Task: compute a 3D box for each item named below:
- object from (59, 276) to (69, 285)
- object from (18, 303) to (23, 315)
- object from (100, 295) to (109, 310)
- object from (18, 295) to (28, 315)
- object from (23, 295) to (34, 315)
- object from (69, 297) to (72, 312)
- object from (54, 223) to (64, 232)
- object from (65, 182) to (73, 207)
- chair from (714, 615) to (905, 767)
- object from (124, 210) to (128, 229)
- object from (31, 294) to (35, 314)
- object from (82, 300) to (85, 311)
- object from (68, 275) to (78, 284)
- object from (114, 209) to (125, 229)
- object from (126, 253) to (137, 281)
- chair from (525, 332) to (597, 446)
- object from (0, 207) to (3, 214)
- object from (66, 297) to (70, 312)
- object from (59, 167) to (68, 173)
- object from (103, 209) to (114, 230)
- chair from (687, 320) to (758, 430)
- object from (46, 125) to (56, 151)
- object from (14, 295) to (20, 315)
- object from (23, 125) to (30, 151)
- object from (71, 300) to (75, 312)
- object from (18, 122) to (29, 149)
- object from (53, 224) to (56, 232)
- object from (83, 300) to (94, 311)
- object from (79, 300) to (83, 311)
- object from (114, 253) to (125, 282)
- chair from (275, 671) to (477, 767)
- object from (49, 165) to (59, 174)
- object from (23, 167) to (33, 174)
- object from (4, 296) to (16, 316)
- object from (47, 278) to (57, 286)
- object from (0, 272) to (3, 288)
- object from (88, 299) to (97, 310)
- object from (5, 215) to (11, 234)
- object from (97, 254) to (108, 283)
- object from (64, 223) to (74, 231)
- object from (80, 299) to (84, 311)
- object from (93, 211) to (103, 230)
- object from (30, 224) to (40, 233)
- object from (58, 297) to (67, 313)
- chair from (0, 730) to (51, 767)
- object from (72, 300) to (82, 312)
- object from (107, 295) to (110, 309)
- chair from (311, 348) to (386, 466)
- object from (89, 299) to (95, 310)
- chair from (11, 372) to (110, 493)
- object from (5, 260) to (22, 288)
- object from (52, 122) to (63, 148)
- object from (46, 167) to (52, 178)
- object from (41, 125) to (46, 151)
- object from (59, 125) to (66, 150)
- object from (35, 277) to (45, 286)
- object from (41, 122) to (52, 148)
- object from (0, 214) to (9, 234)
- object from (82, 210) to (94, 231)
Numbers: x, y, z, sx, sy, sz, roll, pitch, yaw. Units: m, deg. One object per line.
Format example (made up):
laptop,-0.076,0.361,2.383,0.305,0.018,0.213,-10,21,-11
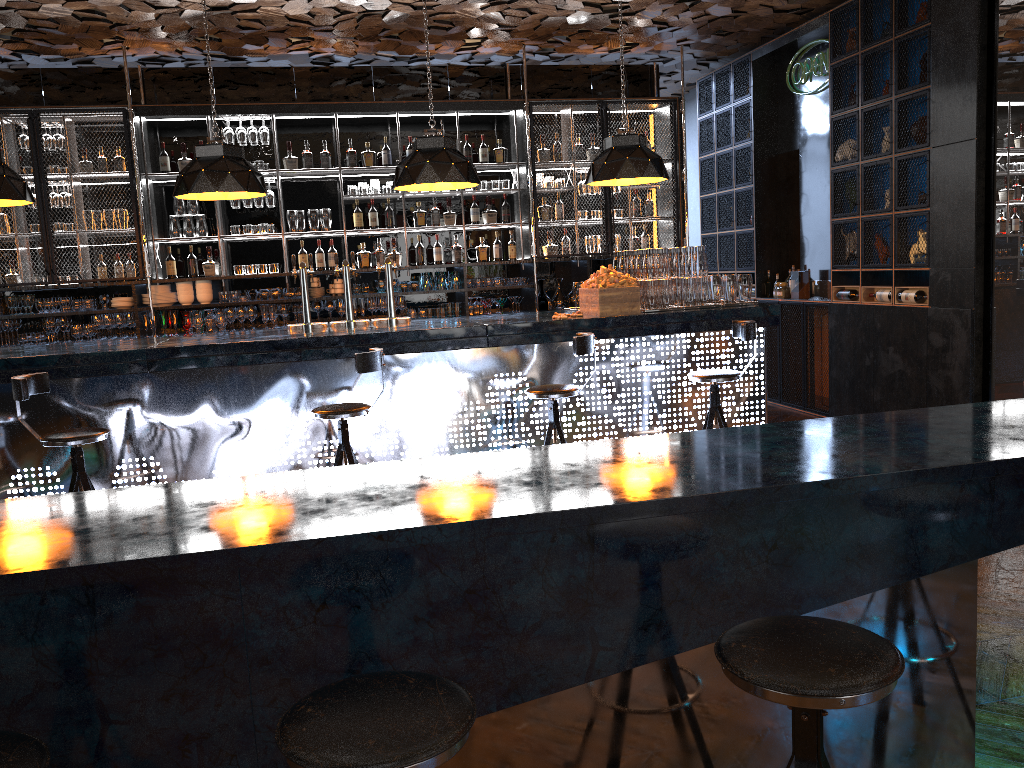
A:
object,-4.026,-0.928,7.973,0.077,0.080,0.077,4,10,43
object,-4.386,-0.705,7.903,0.087,0.170,0.087,3,10,38
object,-3.638,-0.728,7.919,0.074,0.131,0.074,-3,7,1
object,-4.265,-0.694,7.770,0.087,0.170,0.087,3,10,38
object,-4.185,-0.688,7.695,0.087,0.170,0.087,3,10,38
object,-3.969,-0.712,7.937,0.074,0.131,0.074,-3,7,1
object,-3.987,-1.379,7.816,0.077,0.080,0.077,-5,8,-16
object,-3.969,-1.693,7.940,0.081,0.213,0.081,-4,8,-6
chair,0.554,0.868,1.652,0.419,0.813,0.419,-5,8,-17
object,-3.525,-1.486,8.042,0.092,0.182,0.092,-5,8,-17
object,-4.296,-0.711,7.910,0.087,0.170,0.087,3,10,38
object,-3.781,-0.700,7.889,0.078,0.099,0.078,4,10,44
object,-3.924,-0.929,7.939,0.077,0.080,0.077,-6,8,-24
object,-3.515,-1.474,7.949,0.092,0.182,0.092,-5,8,-17
object,-3.470,-1.063,8.068,0.075,0.260,0.075,2,9,36
chair,0.279,0.267,5.207,0.476,1.108,0.419,-3,7,3
object,-4.559,-1.586,7.835,0.092,0.182,0.092,-5,8,-17
object,-3.949,-0.702,7.853,0.074,0.131,0.074,-3,7,1
object,-4.018,-1.895,7.938,0.077,0.080,0.077,0,8,23
object,-3.612,-1.469,7.949,0.092,0.182,0.092,-5,8,-17
chair,1.287,0.174,5.491,0.476,1.108,0.419,-3,7,-2
object,-4.084,-2.180,7.856,0.081,0.213,0.081,-4,8,-6
object,-4.361,-0.691,7.788,0.087,0.170,0.087,3,10,38
object,-4.262,-2.166,7.818,0.081,0.213,0.081,-4,8,-6
object,-3.869,-0.694,7.870,0.078,0.103,0.078,1,9,30
object,-4.231,-2.149,7.679,0.081,0.213,0.081,-4,8,-6
object,-4.082,-1.392,7.949,0.077,0.080,0.077,4,10,42
object,-3.729,-0.692,7.808,0.078,0.099,0.078,4,10,44
object,-3.891,-0.704,7.958,0.078,0.103,0.078,1,9,30
object,-3.575,-1.057,8.066,0.075,0.260,0.075,2,9,36
chair,-0.199,0.929,1.503,0.419,0.813,0.419,-5,8,-17
object,-4.010,-1.874,7.776,0.077,0.080,0.077,0,8,23
object,-4.249,-1.863,7.790,0.077,0.080,0.077,-6,8,-21
object,-4.335,-0.677,7.673,0.087,0.170,0.087,3,10,38
object,-4.083,-0.912,7.874,0.077,0.080,0.077,-7,8,-26
object,-4.544,-0.970,7.808,0.075,0.260,0.075,0,8,21
object,-3.815,-0.720,8.061,0.078,0.099,0.078,4,10,44
object,-4.505,-1.409,7.868,0.092,0.182,0.092,-5,8,-17
object,-3.704,-1.043,8.016,0.075,0.261,0.075,2,9,36
object,-3.981,-1.401,7.978,0.077,0.080,0.077,-5,8,-16
object,-3.910,-0.714,8.041,0.078,0.103,0.078,1,9,30
object,-3.737,-1.469,8.000,0.092,0.182,0.092,-5,8,-17
object,-4.226,-1.372,7.858,0.077,0.080,0.077,-3,7,0
object,-3.933,-0.692,7.768,0.074,0.131,0.074,-3,7,1
chair,-0.846,0.983,1.366,0.419,0.813,0.419,-5,8,-17
object,-3.828,-0.686,7.794,0.078,0.103,0.078,1,9,30
object,-3.706,-0.746,8.085,0.074,0.131,0.074,-3,7,1
chair,-0.896,0.372,4.905,0.476,1.108,0.419,-3,7,3
object,-3.800,-0.710,7.979,0.078,0.099,0.078,4,10,44
chair,-2.229,0.496,4.516,0.476,1.108,0.419,-5,8,-12
object,-4.412,-0.973,7.848,0.108,0.244,0.108,-3,7,1
object,-3.965,-2.171,7.736,0.081,0.213,0.081,-4,8,-6
object,-4.122,-1.885,7.905,0.077,0.080,0.077,4,10,43
object,-4.168,-2.173,7.838,0.081,0.213,0.081,-4,8,-6
object,-3.996,-2.188,7.875,0.081,0.213,0.081,-4,8,-6
object,-4.187,-0.905,7.863,0.077,0.080,0.077,1,8,27
object,-4.053,-2.164,7.717,0.081,0.213,0.081,-4,8,-6
object,-4.473,-1.399,7.777,0.092,0.182,0.092,-5,8,-17
object,-3.769,-1.453,7.891,0.092,0.182,0.092,-5,8,-17
